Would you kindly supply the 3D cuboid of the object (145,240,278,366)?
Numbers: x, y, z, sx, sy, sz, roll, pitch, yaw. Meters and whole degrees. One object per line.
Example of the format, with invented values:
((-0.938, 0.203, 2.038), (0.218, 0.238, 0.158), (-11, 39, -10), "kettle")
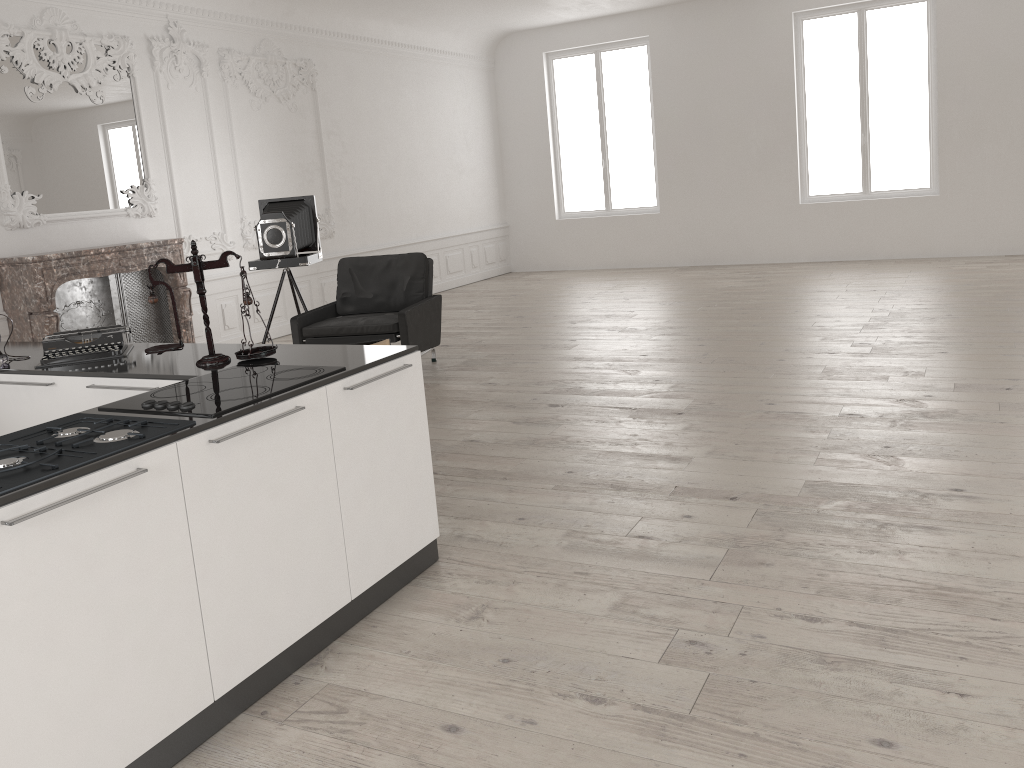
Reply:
((-1.202, -0.318, 3.444), (0.513, 0.485, 0.170), (-5, 9, 1), "object")

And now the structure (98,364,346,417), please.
((-0.952, 0.003, 2.962), (0.506, 0.021, 0.637), (2, 14, 27), "structure")

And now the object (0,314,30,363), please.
((-2.338, -0.251, 3.959), (0.203, 0.308, 0.225), (0, 11, 26), "object")

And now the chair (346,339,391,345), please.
((-0.922, 0.135, 4.643), (0.632, 0.761, 0.789), (-8, 11, -16), "chair")

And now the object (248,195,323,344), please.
((-1.948, -0.882, 7.820), (0.711, 1.504, 0.663), (-5, 9, 3), "object")

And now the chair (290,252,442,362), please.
((-1.157, -0.559, 7.338), (0.973, 0.951, 1.103), (-3, 11, 13), "chair")

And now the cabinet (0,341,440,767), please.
((-2.049, 0.536, 3.056), (2.706, 0.871, 2.496), (2, 14, 28), "cabinet")

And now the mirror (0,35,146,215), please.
((-3.798, -2.210, 7.642), (0.009, 1.552, 1.454), (-1, 11, 28), "mirror")

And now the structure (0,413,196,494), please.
((-1.317, 0.197, 2.269), (0.521, 0.014, 0.854), (2, 14, 27), "structure")

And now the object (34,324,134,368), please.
((-1.897, -0.176, 3.910), (0.384, 0.109, 0.320), (-9, 13, -16), "object")

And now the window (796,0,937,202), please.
((4.795, -3.817, 11.998), (1.725, 2.549, 0.071), (0, 10, 28), "window")

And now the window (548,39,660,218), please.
((1.425, -3.925, 13.773), (1.725, 2.549, 0.071), (0, 10, 28), "window")

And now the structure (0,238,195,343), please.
((-3.561, -0.563, 7.681), (0.659, 1.232, 1.565), (0, 12, 28), "structure")
